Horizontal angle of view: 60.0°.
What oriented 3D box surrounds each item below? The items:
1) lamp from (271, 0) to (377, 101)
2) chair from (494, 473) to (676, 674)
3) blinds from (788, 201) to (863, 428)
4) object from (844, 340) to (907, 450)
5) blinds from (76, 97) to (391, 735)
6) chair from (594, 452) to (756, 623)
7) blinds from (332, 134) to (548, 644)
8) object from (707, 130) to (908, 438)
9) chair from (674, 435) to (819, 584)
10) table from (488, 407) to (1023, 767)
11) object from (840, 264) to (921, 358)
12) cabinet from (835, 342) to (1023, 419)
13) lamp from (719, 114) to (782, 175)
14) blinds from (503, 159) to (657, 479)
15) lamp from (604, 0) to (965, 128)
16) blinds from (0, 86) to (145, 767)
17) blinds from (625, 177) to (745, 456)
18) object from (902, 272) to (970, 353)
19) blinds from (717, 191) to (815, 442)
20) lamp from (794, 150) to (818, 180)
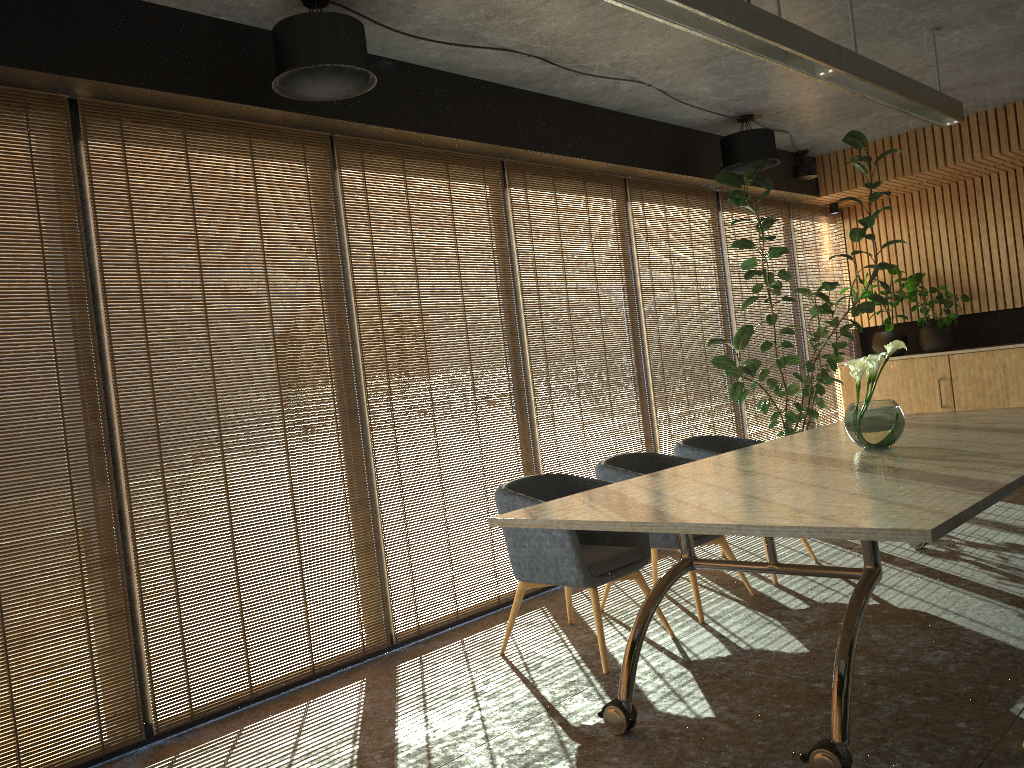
[{"bbox_3d":[-0.950,-1.694,4.384,0.513,0.497,0.513,-7,0,32],"label":"lamp"},{"bbox_3d":[0.358,0.975,4.882,0.761,0.944,0.706,-7,0,44],"label":"chair"},{"bbox_3d":[3.642,-0.520,10.024,0.039,3.038,1.422,-7,0,44],"label":"blinds"},{"bbox_3d":[1.876,0.060,4.615,0.322,0.546,0.295,-7,0,-37],"label":"object"},{"bbox_3d":[-1.383,0.093,4.701,0.039,3.038,1.422,-7,0,44],"label":"blinds"},{"bbox_3d":[0.973,0.900,5.534,0.761,0.944,0.706,-7,0,44],"label":"chair"},{"bbox_3d":[-1.861,0.171,3.618,1.388,3.075,6.486,-7,0,25],"label":"blinds"},{"bbox_3d":[2.580,-0.468,8.267,1.875,3.266,1.958,-7,0,-8],"label":"object"},{"bbox_3d":[1.588,0.825,6.186,0.761,0.944,0.706,-7,0,44],"label":"chair"},{"bbox_3d":[1.951,0.792,4.598,1.816,0.927,3.932,-7,0,44],"label":"table"},{"bbox_3d":[4.143,-0.822,9.946,0.640,1.054,0.666,-7,0,-5],"label":"object"},{"bbox_3d":[5.762,0.157,8.651,4.954,1.272,1.006,-7,0,44],"label":"cabinet"},{"bbox_3d":[2.001,-2.054,7.536,0.513,0.497,0.513,-7,0,14],"label":"lamp"},{"bbox_3d":[0.612,-0.150,6.814,0.039,3.038,1.422,-7,0,44],"label":"blinds"},{"bbox_3d":[1.614,-1.915,4.623,0.151,0.618,4.009,-7,0,44],"label":"lamp"},{"bbox_3d":[-2.387,0.215,3.638,0.039,3.038,1.422,-7,0,44],"label":"blinds"},{"bbox_3d":[1.616,-0.273,7.878,0.039,3.038,1.422,-7,0,44],"label":"blinds"},{"bbox_3d":[4.513,-0.778,9.582,0.512,0.880,0.679,-7,0,-43],"label":"object"},{"bbox_3d":[2.638,-0.397,8.960,0.039,3.038,1.422,-7,0,44],"label":"blinds"},{"bbox_3d":[4.410,-2.430,7.780,4.179,0.294,0.257,-7,0,44],"label":"lamp"}]
